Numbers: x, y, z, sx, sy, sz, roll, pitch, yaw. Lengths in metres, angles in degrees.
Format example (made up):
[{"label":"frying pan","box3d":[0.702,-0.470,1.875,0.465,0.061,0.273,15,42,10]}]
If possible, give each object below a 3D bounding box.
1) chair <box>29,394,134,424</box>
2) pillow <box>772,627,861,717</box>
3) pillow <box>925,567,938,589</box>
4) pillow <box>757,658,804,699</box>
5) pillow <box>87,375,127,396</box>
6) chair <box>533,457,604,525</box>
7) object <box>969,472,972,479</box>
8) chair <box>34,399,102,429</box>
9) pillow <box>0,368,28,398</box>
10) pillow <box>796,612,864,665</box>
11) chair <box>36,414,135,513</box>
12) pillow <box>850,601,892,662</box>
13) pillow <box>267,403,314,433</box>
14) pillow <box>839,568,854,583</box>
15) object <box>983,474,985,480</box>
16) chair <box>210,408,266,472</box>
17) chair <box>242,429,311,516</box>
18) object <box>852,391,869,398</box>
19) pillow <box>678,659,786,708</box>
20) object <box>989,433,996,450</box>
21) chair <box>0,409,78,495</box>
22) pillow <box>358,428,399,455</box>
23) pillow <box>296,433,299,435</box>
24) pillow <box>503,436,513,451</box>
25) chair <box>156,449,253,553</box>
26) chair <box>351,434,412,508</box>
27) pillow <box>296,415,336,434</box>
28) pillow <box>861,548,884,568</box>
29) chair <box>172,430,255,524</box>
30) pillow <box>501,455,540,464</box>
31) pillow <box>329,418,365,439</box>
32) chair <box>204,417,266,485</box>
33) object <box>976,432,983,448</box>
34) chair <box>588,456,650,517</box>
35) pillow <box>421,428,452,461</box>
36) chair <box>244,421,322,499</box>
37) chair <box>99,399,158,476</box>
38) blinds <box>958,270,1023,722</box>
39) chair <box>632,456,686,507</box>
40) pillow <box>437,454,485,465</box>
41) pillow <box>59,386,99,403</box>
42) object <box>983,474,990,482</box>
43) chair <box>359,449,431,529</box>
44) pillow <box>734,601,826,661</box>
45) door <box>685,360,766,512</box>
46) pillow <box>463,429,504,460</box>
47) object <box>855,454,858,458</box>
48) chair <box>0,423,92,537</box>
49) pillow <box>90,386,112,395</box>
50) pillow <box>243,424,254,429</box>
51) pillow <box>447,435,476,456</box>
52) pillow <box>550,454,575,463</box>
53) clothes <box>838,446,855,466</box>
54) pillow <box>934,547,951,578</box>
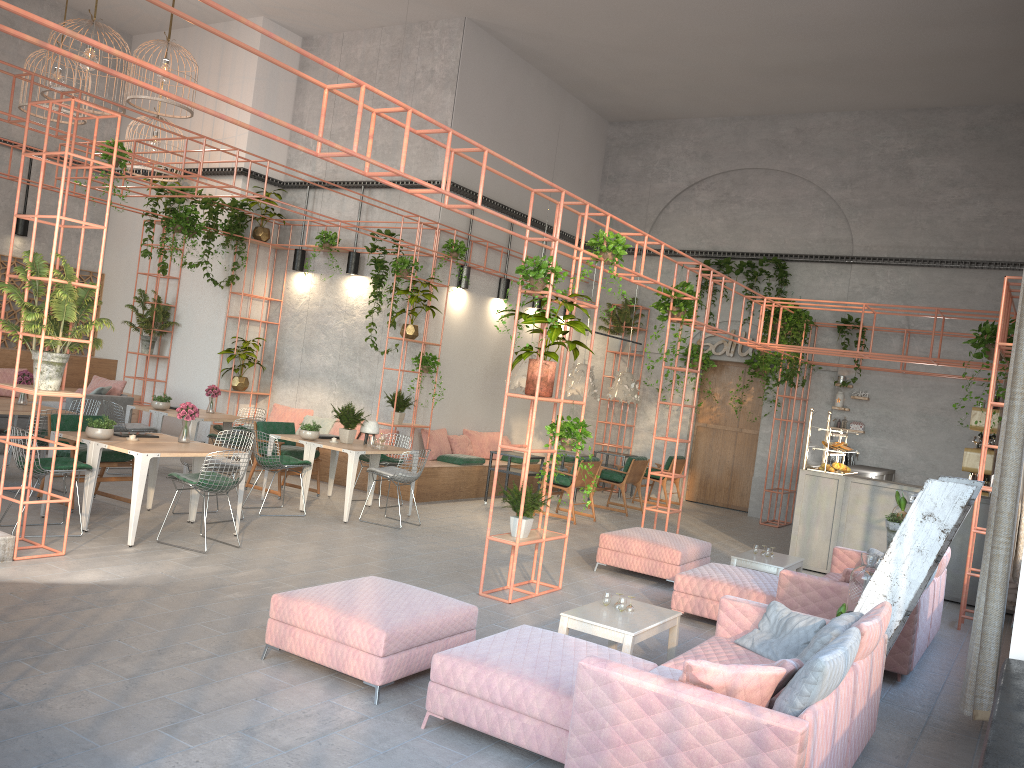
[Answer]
[{"label":"chair","box3d":[-6.596,0.428,13.541,1.127,0.672,1.052,8,0,32]},{"label":"pillow","box3d":[1.411,1.415,4.156,0.273,0.476,0.836,8,0,32]},{"label":"pillow","box3d":[3.247,1.640,7.168,0.273,0.476,0.836,8,0,32]},{"label":"pillow","box3d":[1.239,1.457,4.397,0.441,0.317,0.479,8,0,13]},{"label":"pillow","box3d":[-6.433,0.131,13.941,0.836,0.476,0.273,8,0,32]},{"label":"chair","box3d":[0.820,1.479,12.753,0.685,0.929,0.722,8,0,32]},{"label":"object","box3d":[6.048,1.223,11.658,0.066,0.291,0.066,8,0,16]},{"label":"chair","box3d":[-5.555,0.643,11.013,0.565,0.941,0.717,8,0,33]},{"label":"pillow","box3d":[-8.150,-0.045,14.057,0.839,0.474,0.276,7,0,-38]},{"label":"pillow","box3d":[1.768,1.488,5.012,0.289,0.385,0.666,8,0,32]},{"label":"chair","box3d":[-4.400,0.807,9.247,0.685,0.917,0.722,8,0,32]},{"label":"pillow","box3d":[1.892,1.472,4.922,0.276,0.474,0.839,8,0,32]},{"label":"pillow","box3d":[-3.718,0.602,14.800,0.839,0.474,0.276,8,0,22]},{"label":"pillow","box3d":[2.796,1.628,7.054,0.495,0.349,0.308,7,0,-9]},{"label":"object","box3d":[6.263,1.273,11.743,0.072,0.248,0.094,8,0,32]},{"label":"chair","box3d":[-4.134,0.817,13.344,0.565,0.941,0.717,8,0,33]},{"label":"chair","box3d":[-2.707,1.019,10.281,0.717,0.941,0.565,7,0,-42]},{"label":"object","box3d":[5.906,0.170,15.040,0.263,0.101,0.013,8,0,32]},{"label":"pillow","box3d":[0.960,1.403,4.041,0.495,0.349,0.308,7,0,-9]},{"label":"object","box3d":[6.556,0.760,12.075,0.066,0.291,0.066,7,0,-19]},{"label":"chair","box3d":[-5.187,0.697,9.701,0.717,0.941,0.565,8,0,28]},{"label":"pillow","box3d":[-2.110,0.866,13.776,0.666,0.385,0.289,8,0,27]},{"label":"pillow","box3d":[-3.139,0.870,13.931,0.637,0.149,0.491,8,0,33]},{"label":"pillow","box3d":[-0.158,1.112,15.544,0.289,0.385,0.666,8,0,27]},{"label":"chair","box3d":[-2.813,1.016,8.173,0.717,0.941,0.565,8,0,28]},{"label":"chair","box3d":[-1.750,1.136,11.867,0.565,0.941,0.717,8,0,33]},{"label":"pillow","box3d":[-3.193,0.721,14.446,0.666,0.385,0.289,8,0,27]},{"label":"pillow","box3d":[3.466,1.743,8.384,0.307,0.324,0.500,7,0,-23]},{"label":"chair","box3d":[-3.181,0.961,9.486,0.565,0.941,0.717,8,0,33]},{"label":"pillow","box3d":[0.118,1.289,15.261,0.491,0.149,0.637,8,0,33]},{"label":"pillow","box3d":[-2.659,0.744,14.093,0.276,0.474,0.839,7,0,-38]},{"label":"chair","box3d":[-3.766,0.871,12.032,0.717,0.941,0.565,8,0,28]},{"label":"object","box3d":[6.423,0.742,12.159,0.066,0.291,0.066,7,0,1]},{"label":"chair","box3d":[1.740,1.591,14.262,0.685,0.930,0.722,8,0,32]},{"label":"pillow","box3d":[-1.170,0.941,13.914,0.276,0.474,0.839,8,0,22]},{"label":"chair","box3d":[-2.968,0.982,11.629,0.685,0.917,0.722,8,0,32]},{"label":"chair","box3d":[-5.092,0.699,11.758,0.717,0.941,0.565,7,0,-42]},{"label":"blinds","box3d":[4.410,0.096,7.694,0.414,4.389,4.957,8,0,33]},{"label":"chair","box3d":[2.640,1.702,15.739,0.685,0.930,0.722,8,0,32]},{"label":"pillow","box3d":[-0.781,1.179,13.786,0.491,0.149,0.637,8,0,33]},{"label":"pillow","box3d":[-6.681,0.165,13.775,0.479,0.317,0.441,8,0,13]},{"label":"object","box3d":[6.197,1.245,11.575,0.072,0.287,0.074,7,0,-27]},{"label":"chair","box3d":[-1.382,1.191,10.555,0.717,0.941,0.565,8,0,28]},{"label":"pillow","box3d":[1.631,1.518,5.371,0.307,0.324,0.500,7,0,-23]},{"label":"door","box3d":[4.212,0.969,16.960,1.360,2.729,0.551,8,0,32]},{"label":"pillow","box3d":[-0.468,1.028,14.983,0.839,0.474,0.276,7,0,-38]},{"label":"object","box3d":[5.854,1.228,15.054,0.070,0.146,0.033,7,0,3]},{"label":"chair","box3d":[-4.138,0.844,7.899,0.717,0.941,0.565,7,0,-42]},{"label":"pillow","box3d":[-6.326,0.194,13.492,0.308,0.349,0.495,7,0,-9]},{"label":"pillow","box3d":[-4.024,0.751,14.479,0.637,0.149,0.491,8,0,33]},{"label":"pillow","box3d":[-0.824,1.030,14.451,0.289,0.385,0.666,8,0,27]},{"label":"pillow","box3d":[1.039,1.402,16.772,0.491,0.149,0.637,8,0,33]},{"label":"clothes","box3d":[5.555,1.511,15.132,0.625,0.997,0.366,8,0,12]},{"label":"pillow","box3d":[3.728,1.697,7.934,0.276,0.474,0.839,8,0,32]}]
